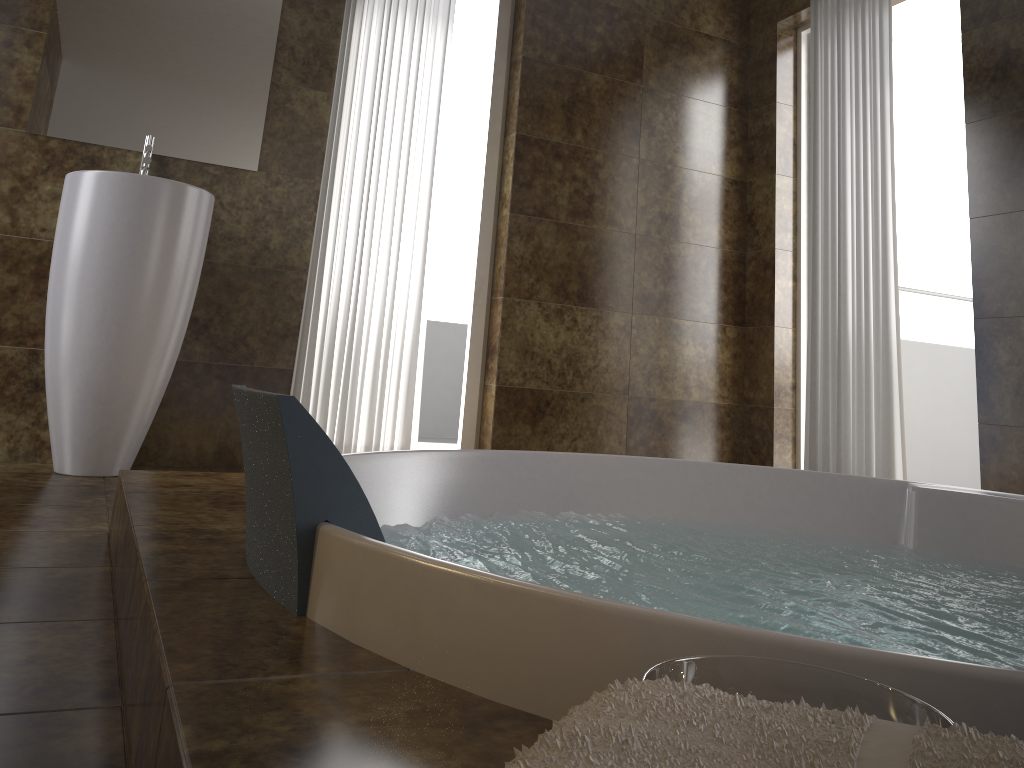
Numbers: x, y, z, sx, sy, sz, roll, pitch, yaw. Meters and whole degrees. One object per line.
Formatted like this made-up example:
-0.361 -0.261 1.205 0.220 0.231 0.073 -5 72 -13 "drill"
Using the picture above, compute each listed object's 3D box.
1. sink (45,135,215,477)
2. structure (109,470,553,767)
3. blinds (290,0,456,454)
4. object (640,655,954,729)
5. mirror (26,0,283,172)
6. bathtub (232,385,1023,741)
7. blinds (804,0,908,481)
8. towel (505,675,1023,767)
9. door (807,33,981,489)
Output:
-1.243 -0.299 2.770 0.453 1.174 0.425 9 -12 -22 "sink"
0.499 0.348 1.325 1.981 0.128 1.975 5 0 -25 "structure"
-0.506 -0.838 3.420 0.512 2.340 0.065 10 -13 -23 "blinds"
0.154 0.216 0.473 0.166 0.078 0.169 7 -3 -44 "object"
-1.259 -1.373 3.204 0.758 1.128 0.008 8 -13 -23 "mirror"
0.499 0.340 1.325 1.752 0.540 1.701 4 -1 6 "bathtub"
1.392 -0.680 3.571 0.068 2.352 0.472 10 -13 -26 "blinds"
0.105 0.195 0.229 0.340 0.155 0.311 4 -3 20 "towel"
1.862 -0.591 3.975 0.963 2.301 0.038 3 -13 9 "door"
